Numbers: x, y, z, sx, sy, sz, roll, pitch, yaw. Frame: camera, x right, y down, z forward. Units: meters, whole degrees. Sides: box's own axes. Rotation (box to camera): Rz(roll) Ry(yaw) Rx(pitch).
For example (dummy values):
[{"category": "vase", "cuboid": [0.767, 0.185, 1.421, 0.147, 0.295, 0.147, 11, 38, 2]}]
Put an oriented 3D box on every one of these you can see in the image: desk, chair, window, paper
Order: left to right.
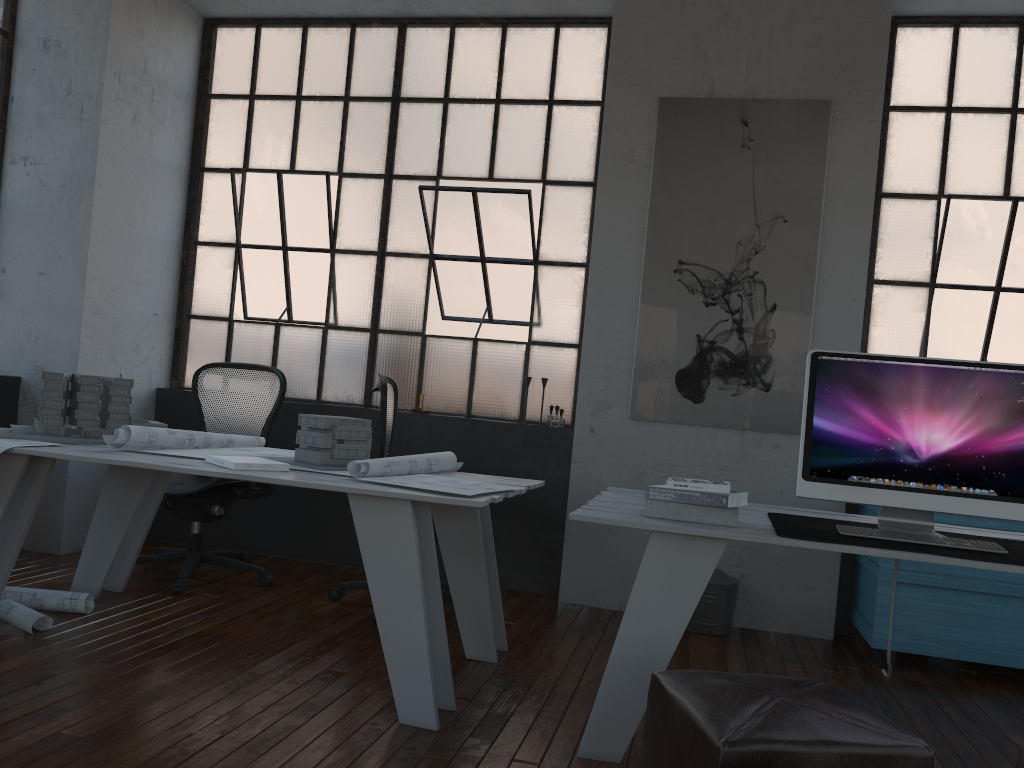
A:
[{"category": "window", "cuboid": [-3.003, -1.239, 3.518, 0.669, 2.390, 2.592, 5, -1, 12]}, {"category": "paper", "cuboid": [-1.855, 0.279, 2.998, 0.439, 0.183, 0.434, 5, -1, 11]}, {"category": "paper", "cuboid": [-1.845, 0.874, 3.338, 0.341, 0.068, 0.083, 4, -1, 37]}, {"category": "paper", "cuboid": [-1.895, 0.867, 3.543, 0.466, 0.094, 0.113, 5, -1, -3]}, {"category": "chair", "cuboid": [-1.499, 0.418, 4.379, 0.770, 1.085, 0.793, 5, -1, 6]}, {"category": "desk", "cuboid": [-1.008, 0.626, 3.308, 2.055, 0.697, 1.065, 5, -1, 12]}, {"category": "paper", "cuboid": [-0.828, 0.259, 3.468, 1.074, 0.105, 0.976, 5, -2, 12]}, {"category": "window", "cuboid": [-0.738, -0.984, 5.164, 2.589, 2.391, 0.670, 5, 0, 12]}, {"category": "chair", "cuboid": [-0.422, 0.514, 4.213, 0.793, 1.085, 0.770, 5, -1, -19]}, {"category": "paper", "cuboid": [-0.228, 0.333, 2.961, 0.428, 0.001, 0.485, 5, -2, 23]}, {"category": "desk", "cuboid": [1.250, 0.826, 2.818, 2.076, 0.704, 1.076, 5, -1, 12]}, {"category": "window", "cuboid": [3.064, -0.652, 4.337, 2.589, 2.391, 0.670, 5, 0, 12]}]

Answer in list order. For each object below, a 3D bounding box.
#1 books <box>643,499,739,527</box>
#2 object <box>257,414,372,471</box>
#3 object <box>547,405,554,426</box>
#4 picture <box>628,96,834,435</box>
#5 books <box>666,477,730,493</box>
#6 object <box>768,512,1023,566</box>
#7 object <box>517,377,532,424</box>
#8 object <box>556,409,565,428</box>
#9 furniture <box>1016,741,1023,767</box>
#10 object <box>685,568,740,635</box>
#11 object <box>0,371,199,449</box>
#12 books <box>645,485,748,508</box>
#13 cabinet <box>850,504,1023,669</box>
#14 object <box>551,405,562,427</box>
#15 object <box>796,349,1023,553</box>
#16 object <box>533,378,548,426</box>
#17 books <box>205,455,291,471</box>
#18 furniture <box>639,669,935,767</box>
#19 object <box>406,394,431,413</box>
[{"category": "books", "cuboid": [0.544, 0.383, 2.696, 0.271, 0.050, 0.200, 5, -1, 12]}, {"category": "object", "cuboid": [-0.678, 0.216, 3.369, 0.415, 0.183, 0.389, 4, -2, 43]}, {"category": "object", "cuboid": [0.213, 0.173, 4.860, 0.032, 0.117, 0.058, 5, 0, -27]}, {"category": "picture", "cuboid": [1.083, -0.607, 4.429, 0.853, 1.650, 0.025, 5, 0, 12]}, {"category": "books", "cuboid": [0.565, 0.306, 2.684, 0.185, 0.030, 0.153, 5, -2, 13]}, {"category": "object", "cuboid": [1.220, 0.469, 2.665, 0.847, 0.008, 0.688, 5, -2, 14]}, {"category": "object", "cuboid": [0.080, 0.090, 4.881, 0.085, 0.259, 0.085, 5, 0, -24]}, {"category": "object", "cuboid": [0.269, 0.186, 4.865, 0.032, 0.102, 0.058, 5, 0, -43]}, {"category": "furniture", "cuboid": [1.318, 0.943, 1.739, 0.504, 0.460, 0.502, 6, -1, -39]}, {"category": "object", "cuboid": [0.945, 1.028, 4.286, 0.292, 0.308, 0.293, 5, -1, 41]}, {"category": "object", "cuboid": [-1.661, 0.072, 3.519, 0.737, 0.305, 0.433, 6, -1, -33]}, {"category": "books", "cuboid": [0.557, 0.336, 2.670, 0.257, 0.044, 0.193, 4, -2, 32]}, {"category": "cabinet", "cuboid": [2.731, 0.985, 3.909, 2.261, 0.733, 0.627, 5, -1, 12]}, {"category": "object", "cuboid": [0.241, 0.174, 4.796, 0.058, 0.117, 0.032, 5, 0, 26]}, {"category": "object", "cuboid": [1.249, 0.187, 2.667, 0.714, 0.553, 0.377, 5, 0, 14]}, {"category": "object", "cuboid": [0.168, 0.097, 4.846, 0.085, 0.259, 0.085, 5, 0, -24]}, {"category": "books", "cuboid": [-0.905, 0.271, 3.035, 0.200, 0.024, 0.235, 7, -2, -42]}, {"category": "furniture", "cuboid": [0.555, 0.887, 1.903, 0.480, 0.439, 0.480, 5, -1, -9]}, {"category": "object", "cuboid": [-0.513, 0.107, 4.997, 0.124, 0.100, 0.124, 5, -1, 35]}]
